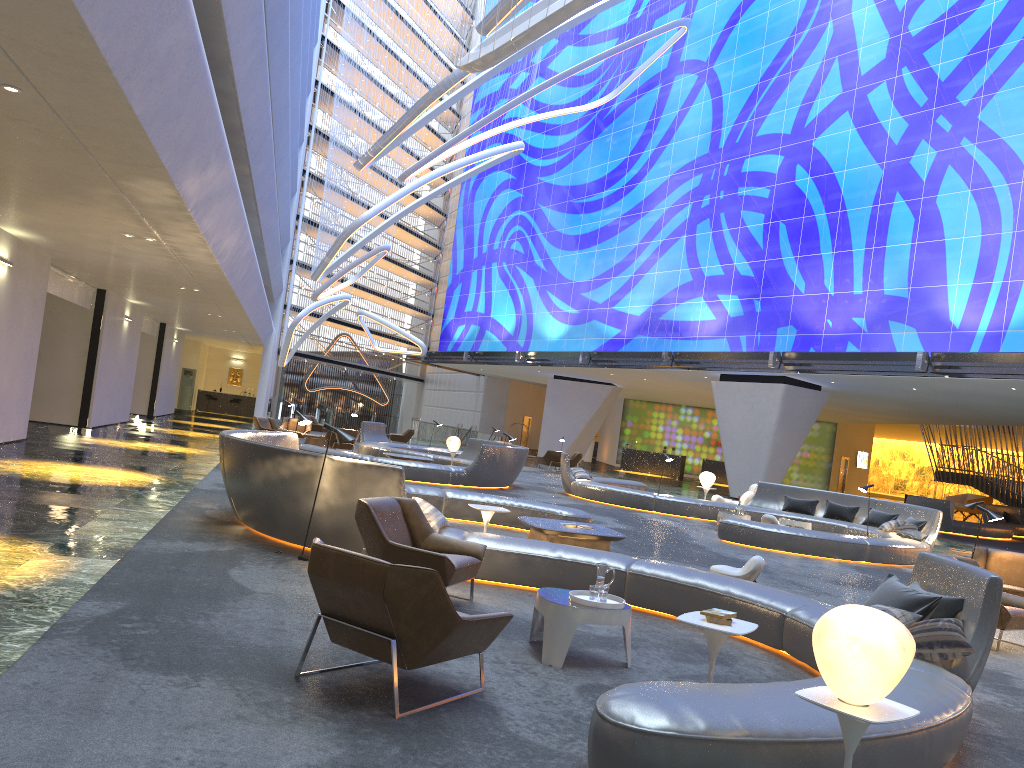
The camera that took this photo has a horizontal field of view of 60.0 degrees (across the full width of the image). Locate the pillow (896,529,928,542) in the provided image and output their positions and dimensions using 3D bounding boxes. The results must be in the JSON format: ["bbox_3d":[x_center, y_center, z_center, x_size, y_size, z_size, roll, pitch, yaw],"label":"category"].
[{"bbox_3d":[7.269,2.748,16.094,0.444,0.207,0.444,6,-3,37],"label":"pillow"}]

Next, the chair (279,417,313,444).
[{"bbox_3d":[-6.644,1.457,27.190,0.930,0.766,0.939,8,-2,-8],"label":"chair"}]

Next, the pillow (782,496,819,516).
[{"bbox_3d":[6.275,2.663,19.337,0.767,0.368,0.296,7,-2,30],"label":"pillow"}]

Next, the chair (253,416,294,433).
[{"bbox_3d":[-6.680,1.340,24.654,0.937,0.766,0.931,7,-2,19],"label":"chair"}]

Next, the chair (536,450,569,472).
[{"bbox_3d":[1.454,2.765,31.802,0.931,0.766,0.937,9,-2,-30],"label":"chair"}]

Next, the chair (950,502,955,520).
[{"bbox_3d":[14.718,4.451,30.367,0.727,0.881,1.160,7,-2,30],"label":"chair"}]

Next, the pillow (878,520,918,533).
[{"bbox_3d":[7.497,2.762,17.148,0.875,0.262,0.694,6,-3,41],"label":"pillow"}]

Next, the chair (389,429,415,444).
[{"bbox_3d":[-4.378,2.114,35.043,0.939,0.766,0.929,8,-2,-12],"label":"chair"}]

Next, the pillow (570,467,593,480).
[{"bbox_3d":[1.619,2.147,21.343,0.693,0.262,0.877,8,-2,-5],"label":"pillow"}]

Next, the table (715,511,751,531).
[{"bbox_3d":[4.113,2.640,16.732,0.669,0.406,0.675,6,-3,38],"label":"table"}]

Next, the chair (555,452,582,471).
[{"bbox_3d":[2.106,2.924,33.388,0.939,0.766,0.930,8,-2,-5],"label":"chair"}]

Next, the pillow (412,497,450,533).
[{"bbox_3d":[-0.928,1.234,8.587,0.875,0.262,0.694,6,-3,38],"label":"pillow"}]

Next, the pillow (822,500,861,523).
[{"bbox_3d":[6.987,2.716,18.867,0.757,0.416,0.282,6,-2,44],"label":"pillow"}]

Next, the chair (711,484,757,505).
[{"bbox_3d":[5.376,2.767,21.094,1.156,0.881,0.730,8,-1,5],"label":"chair"}]

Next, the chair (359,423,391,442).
[{"bbox_3d":[-5.191,1.924,33.259,0.927,0.766,0.941,6,-2,38],"label":"chair"}]

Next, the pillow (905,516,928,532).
[{"bbox_3d":[7.690,2.742,17.092,0.317,0.366,0.775,8,-2,3],"label":"pillow"}]

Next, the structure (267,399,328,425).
[{"bbox_3d":[-13.992,5.157,55.476,3.020,8.235,19.822,8,-2,-14],"label":"structure"}]

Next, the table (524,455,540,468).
[{"bbox_3d":[0.553,2.898,33.482,1.204,0.392,1.203,8,-2,-14],"label":"table"}]

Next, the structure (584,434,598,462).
[{"bbox_3d":[4.286,3.252,48.557,1.024,2.050,0.771,8,-1,-36],"label":"structure"}]

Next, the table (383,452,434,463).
[{"bbox_3d":[-2.529,1.944,21.414,1.204,0.392,1.203,8,-2,-14],"label":"table"}]

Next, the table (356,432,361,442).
[{"bbox_3d":[-6.260,2.026,34.736,1.202,0.392,1.204,8,-2,4],"label":"table"}]

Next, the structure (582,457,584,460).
[{"bbox_3d":[4.246,3.341,50.695,0.774,2.050,1.020,9,-1,-43],"label":"structure"}]

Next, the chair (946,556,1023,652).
[{"bbox_3d":[4.671,2.189,8.897,0.931,0.766,0.937,9,-2,-36],"label":"chair"}]

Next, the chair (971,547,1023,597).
[{"bbox_3d":[6.148,2.481,10.948,0.928,0.766,0.941,7,-2,27],"label":"chair"}]

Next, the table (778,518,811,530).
[{"bbox_3d":[5.479,2.854,17.363,0.673,0.406,0.672,8,-2,5],"label":"table"}]

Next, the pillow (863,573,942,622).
[{"bbox_3d":[2.641,1.541,6.096,0.315,0.386,0.785,8,-2,2],"label":"pillow"}]

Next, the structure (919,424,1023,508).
[{"bbox_3d":[25.601,3.719,34.515,11.995,6.244,16.483,8,-2,-14],"label":"structure"}]

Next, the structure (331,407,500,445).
[{"bbox_3d":[-7.922,6.105,57.466,9.315,8.395,19.726,8,-2,-14],"label":"structure"}]

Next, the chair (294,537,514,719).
[{"bbox_3d":[-0.616,1.290,4.885,0.927,0.766,0.941,7,-2,36],"label":"chair"}]

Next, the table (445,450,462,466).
[{"bbox_3d":[-1.537,2.023,22.736,0.418,0.595,0.427,8,-1,-15],"label":"table"}]

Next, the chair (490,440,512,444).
[{"bbox_3d":[-0.445,2.628,34.553,0.930,0.766,0.939,8,-2,-8],"label":"chair"}]

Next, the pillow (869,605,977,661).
[{"bbox_3d":[2.500,1.599,5.762,0.872,0.280,0.686,7,-2,23],"label":"pillow"}]

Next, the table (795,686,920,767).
[{"bbox_3d":[1.339,1.575,3.581,0.419,0.595,0.427,9,-2,-40],"label":"table"}]

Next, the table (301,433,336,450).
[{"bbox_3d":[-5.646,1.727,26.119,1.204,0.392,1.203,8,-2,-14],"label":"table"}]

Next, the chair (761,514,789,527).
[{"bbox_3d":[5.250,2.755,16.897,0.584,0.501,1.789,6,-3,40],"label":"chair"}]

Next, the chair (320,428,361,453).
[{"bbox_3d":[-4.745,1.594,24.439,0.931,0.766,0.937,9,-2,-30],"label":"chair"}]

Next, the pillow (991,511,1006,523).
[{"bbox_3d":[16.688,4.574,30.428,0.771,0.368,0.294,9,-2,-35],"label":"pillow"}]

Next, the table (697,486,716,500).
[{"bbox_3d":[4.736,2.836,21.788,0.419,0.595,0.427,9,-2,-40],"label":"table"}]

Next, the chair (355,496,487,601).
[{"bbox_3d":[-0.771,1.373,7.234,0.937,0.766,0.931,7,-2,19],"label":"chair"}]

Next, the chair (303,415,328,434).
[{"bbox_3d":[-7.563,1.638,34.099,0.938,0.766,0.931,7,-2,11],"label":"chair"}]

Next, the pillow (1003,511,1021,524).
[{"bbox_3d":[17.412,4.669,30.877,0.760,0.416,0.281,9,-1,-21],"label":"pillow"}]

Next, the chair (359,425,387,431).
[{"bbox_3d":[-5.664,1.989,36.170,0.928,0.766,0.940,7,-2,13],"label":"chair"}]

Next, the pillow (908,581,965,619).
[{"bbox_3d":[2.829,1.595,6.180,0.295,0.368,0.769,8,-2,-1],"label":"pillow"}]

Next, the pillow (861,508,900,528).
[{"bbox_3d":[7.522,2.761,18.114,0.315,0.386,0.784,8,-2,-22],"label":"pillow"}]

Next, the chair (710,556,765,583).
[{"bbox_3d":[2.380,2.029,9.338,0.585,0.501,0.492,7,-2,20],"label":"chair"}]
